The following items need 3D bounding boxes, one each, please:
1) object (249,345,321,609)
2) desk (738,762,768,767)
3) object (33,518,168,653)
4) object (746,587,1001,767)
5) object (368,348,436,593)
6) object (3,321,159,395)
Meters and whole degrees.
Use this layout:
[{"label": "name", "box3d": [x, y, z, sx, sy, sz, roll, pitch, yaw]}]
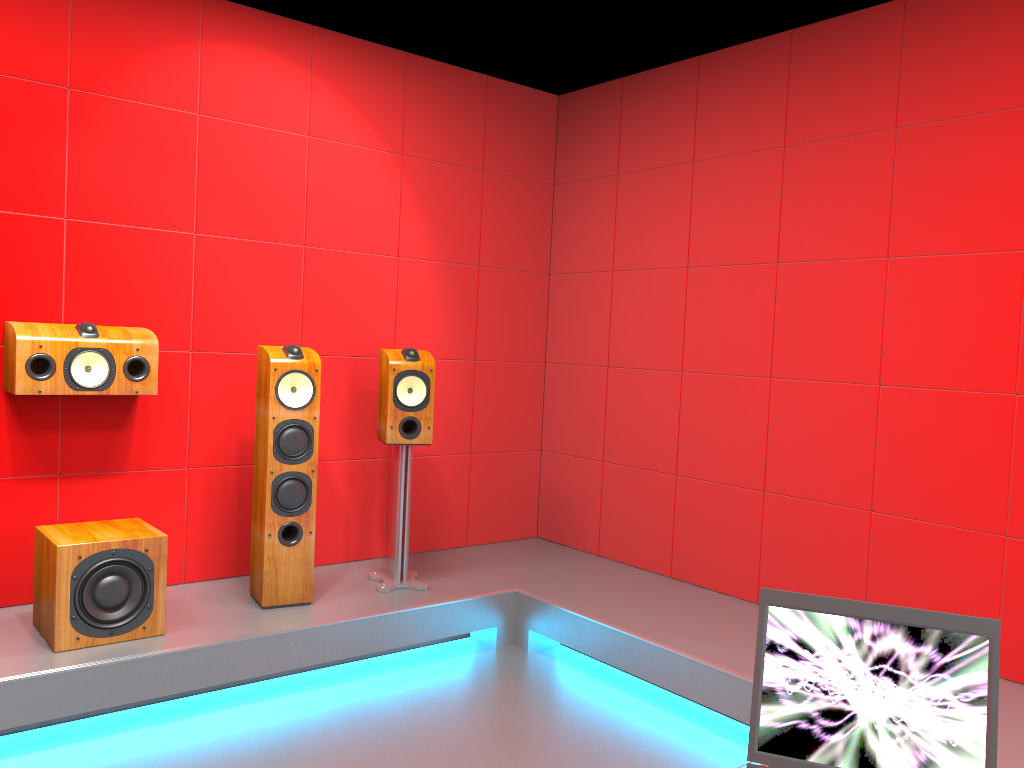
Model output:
[{"label": "object", "box3d": [-0.928, 0.364, 3.628, 0.203, 1.052, 0.238, 1, 3, -29]}, {"label": "desk", "box3d": [0.118, 0.964, 0.885, 1.617, 0.690, 0.594, 1, 3, -39]}, {"label": "object", "box3d": [-1.477, 0.705, 3.179, 0.360, 0.360, 0.360, 1, 3, -39]}, {"label": "object", "box3d": [0.487, 0.479, 1.198, 0.342, 0.285, 0.340, 4, 3, 21]}, {"label": "object", "box3d": [-0.487, 0.368, 3.956, 0.231, 1.058, 0.265, 2, 3, -19]}, {"label": "object", "box3d": [-1.643, -0.100, 3.397, 0.493, 0.271, 0.235, 1, 3, -39]}]
